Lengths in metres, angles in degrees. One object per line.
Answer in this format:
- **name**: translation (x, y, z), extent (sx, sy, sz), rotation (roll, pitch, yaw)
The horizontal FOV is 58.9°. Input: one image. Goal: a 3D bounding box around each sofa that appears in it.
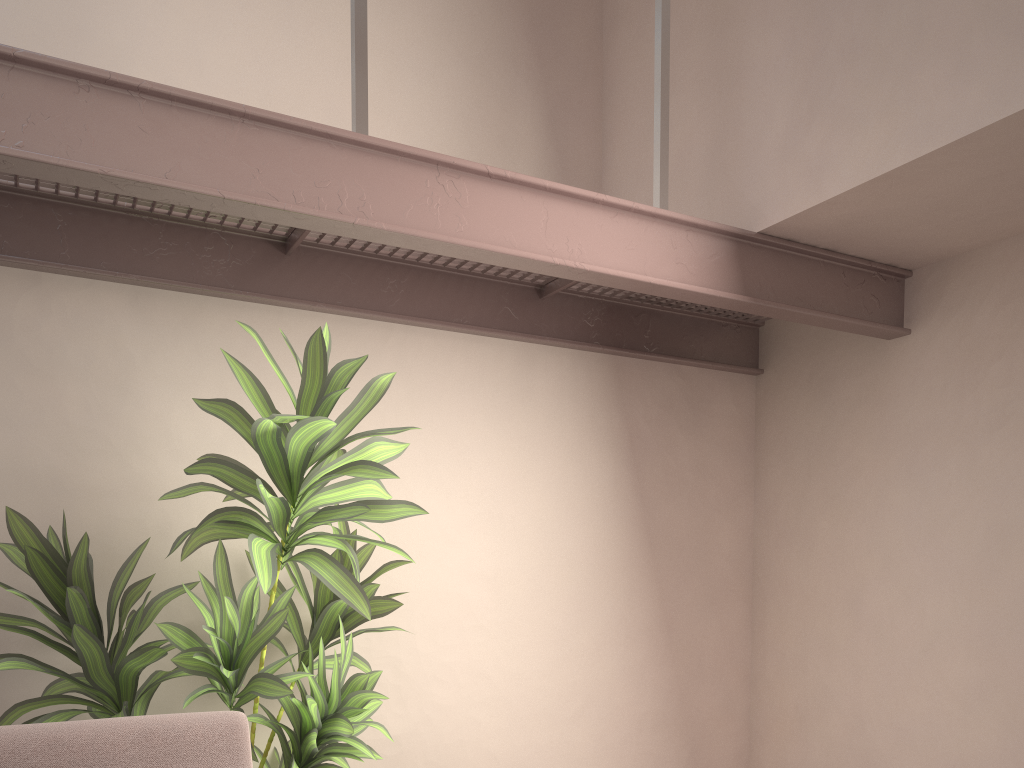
- **sofa**: translation (-0.643, 0.947, 0.901), extent (3.192, 0.940, 2.164), rotation (6, -11, -29)

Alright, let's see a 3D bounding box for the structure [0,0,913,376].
- **structure**: translation (-1.287, -0.318, 0.272), extent (7.280, 3.215, 3.775), rotation (5, -7, -29)
